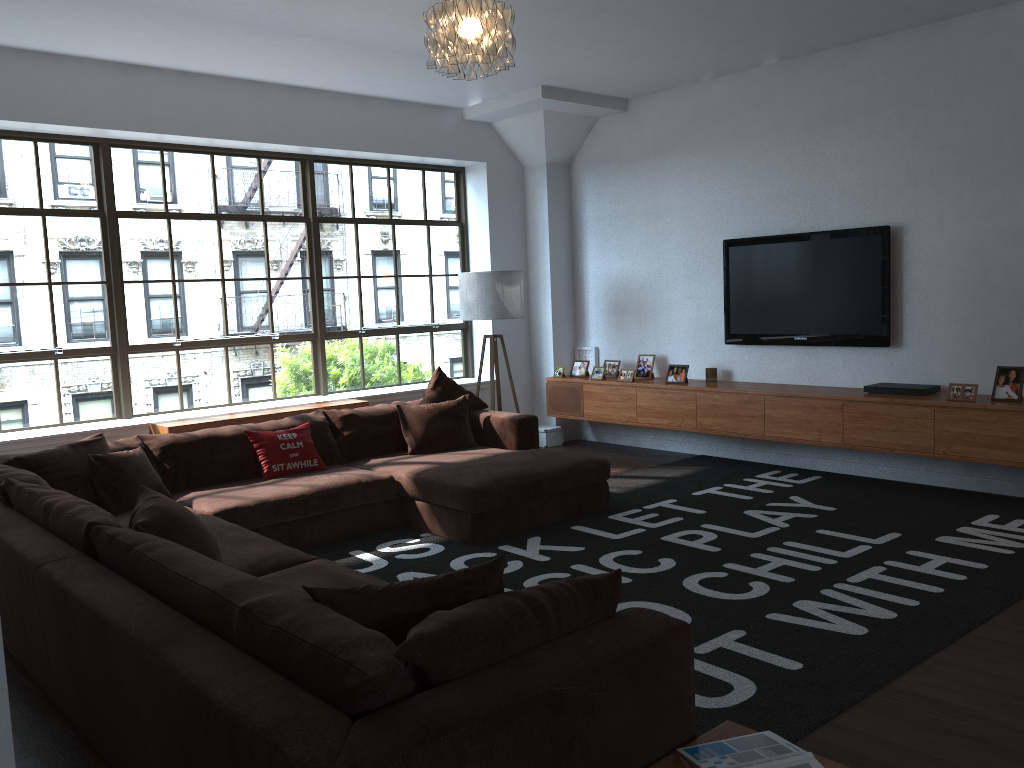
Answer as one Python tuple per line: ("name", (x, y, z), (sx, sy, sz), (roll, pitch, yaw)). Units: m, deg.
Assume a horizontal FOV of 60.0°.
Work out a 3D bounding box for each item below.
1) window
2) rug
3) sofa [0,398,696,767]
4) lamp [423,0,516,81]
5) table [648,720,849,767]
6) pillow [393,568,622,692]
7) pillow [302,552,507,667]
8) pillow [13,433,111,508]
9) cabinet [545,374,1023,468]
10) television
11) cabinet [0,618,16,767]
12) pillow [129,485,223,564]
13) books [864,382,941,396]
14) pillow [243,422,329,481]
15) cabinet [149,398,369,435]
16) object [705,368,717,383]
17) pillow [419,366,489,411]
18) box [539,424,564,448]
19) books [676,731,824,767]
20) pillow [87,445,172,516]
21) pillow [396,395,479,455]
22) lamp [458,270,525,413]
("window", (-2.170, -0.775, 6.662), (4.648, 1.905, 0.114), (-7, 8, -41))
("rug", (0.963, 0.864, 4.789), (4.200, 0.007, 3.100), (-7, 7, -40))
("sofa", (-0.402, 0.645, 4.245), (3.481, 0.664, 4.197), (-7, 8, -41))
("lamp", (-0.208, -1.771, 4.292), (0.441, 0.539, 0.442), (-2, 6, 1))
("table", (0.434, 1.073, 1.617), (1.100, 0.271, 0.853), (-7, 8, -41))
("pillow", (-0.048, 0.689, 2.216), (0.750, 0.364, 0.289), (-8, 8, -42))
("pillow", (-0.255, 0.639, 2.386), (0.559, 0.411, 0.269), (-2, 6, 5))
("pillow", (-2.265, 0.499, 4.671), (0.334, 0.418, 0.580), (0, 6, 22))
("cabinet", (1.971, 0.202, 6.469), (0.459, 0.350, 4.501), (-7, 8, -41))
("television", (2.096, -0.684, 6.437), (0.013, 0.816, 1.324), (-7, 8, -41))
("cabinet", (-2.325, 0.007, 2.637), (0.461, 2.414, 4.500), (-7, 8, -41))
("pillow", (-1.282, 0.603, 3.383), (0.325, 0.391, 0.625), (-5, 6, -25))
("books", (2.584, 0.037, 5.880), (0.250, 0.053, 0.400), (-7, 8, -41))
("pillow", (-1.396, 0.413, 5.497), (0.220, 0.308, 0.465), (3, 8, 44))
("cabinet", (-1.755, 0.506, 6.384), (1.520, 0.625, 0.350), (-7, 8, -41))
("object", (1.583, -0.071, 7.044), (0.089, 0.110, 0.089), (-2, 6, 4))
("pillow", (-0.469, 0.169, 6.367), (0.335, 0.587, 0.651), (1, 6, 27))
("box", (0.267, 0.474, 8.164), (0.228, 0.165, 0.368), (-7, 8, -41))
("books", (0.567, 0.873, 2.006), (0.256, 0.035, 0.350), (-4, 6, -16))
("pillow", (-2.058, 0.503, 4.726), (0.238, 0.337, 0.489), (-1, 6, 18))
("pillow", (-0.510, 0.279, 6.117), (0.542, 0.362, 0.248), (-5, 6, -20))
("lamp", (-0.150, -0.158, 7.541), (0.545, 1.579, 0.545), (-6, 7, -30))
